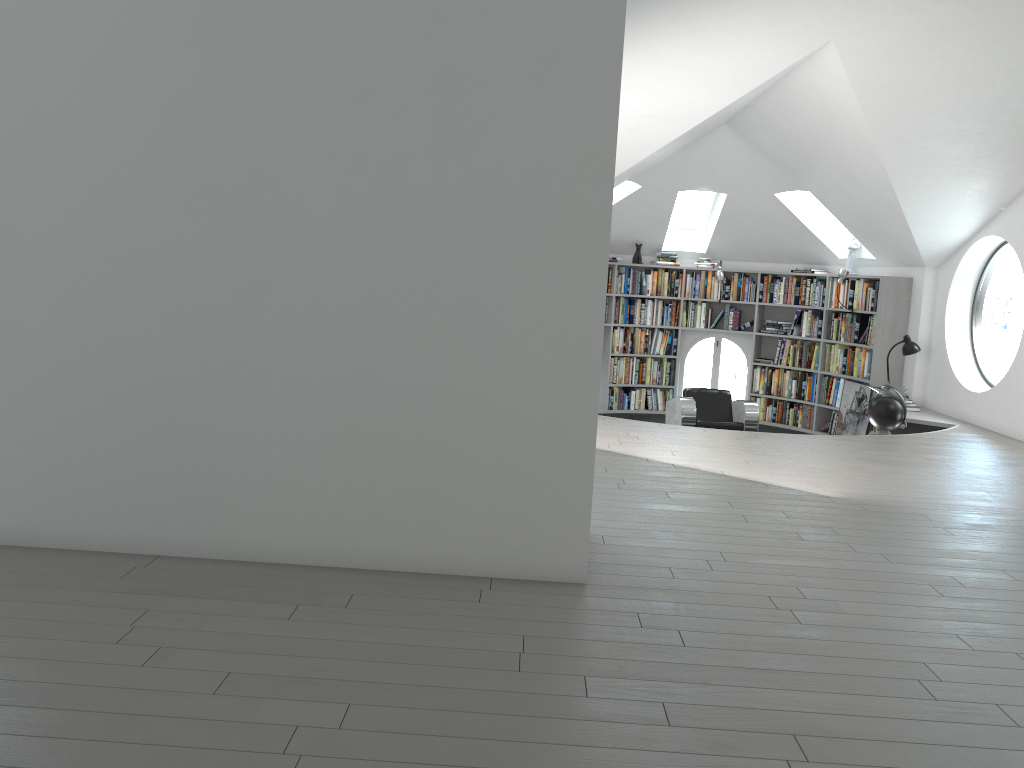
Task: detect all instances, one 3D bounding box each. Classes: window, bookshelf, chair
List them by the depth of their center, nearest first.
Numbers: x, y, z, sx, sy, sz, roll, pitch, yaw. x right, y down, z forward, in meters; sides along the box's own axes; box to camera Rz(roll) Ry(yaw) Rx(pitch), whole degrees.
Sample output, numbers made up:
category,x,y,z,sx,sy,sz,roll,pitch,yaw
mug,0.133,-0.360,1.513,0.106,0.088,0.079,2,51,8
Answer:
category,x,y,z,sx,sy,sz,roll,pitch,yaw
window,4.719,-0.644,8.310,0.104,1.466,1.475,4,6,1
chair,2.131,0.438,9.544,0.823,0.717,0.743,3,6,-4
window,2.245,-2.236,10.568,4.055,0.711,1.938,4,7,1
bookshelf,2.141,-0.480,10.739,4.333,1.875,2.115,4,7,1
window,1.625,-0.201,11.639,3.230,1.148,0.619,2,6,-13

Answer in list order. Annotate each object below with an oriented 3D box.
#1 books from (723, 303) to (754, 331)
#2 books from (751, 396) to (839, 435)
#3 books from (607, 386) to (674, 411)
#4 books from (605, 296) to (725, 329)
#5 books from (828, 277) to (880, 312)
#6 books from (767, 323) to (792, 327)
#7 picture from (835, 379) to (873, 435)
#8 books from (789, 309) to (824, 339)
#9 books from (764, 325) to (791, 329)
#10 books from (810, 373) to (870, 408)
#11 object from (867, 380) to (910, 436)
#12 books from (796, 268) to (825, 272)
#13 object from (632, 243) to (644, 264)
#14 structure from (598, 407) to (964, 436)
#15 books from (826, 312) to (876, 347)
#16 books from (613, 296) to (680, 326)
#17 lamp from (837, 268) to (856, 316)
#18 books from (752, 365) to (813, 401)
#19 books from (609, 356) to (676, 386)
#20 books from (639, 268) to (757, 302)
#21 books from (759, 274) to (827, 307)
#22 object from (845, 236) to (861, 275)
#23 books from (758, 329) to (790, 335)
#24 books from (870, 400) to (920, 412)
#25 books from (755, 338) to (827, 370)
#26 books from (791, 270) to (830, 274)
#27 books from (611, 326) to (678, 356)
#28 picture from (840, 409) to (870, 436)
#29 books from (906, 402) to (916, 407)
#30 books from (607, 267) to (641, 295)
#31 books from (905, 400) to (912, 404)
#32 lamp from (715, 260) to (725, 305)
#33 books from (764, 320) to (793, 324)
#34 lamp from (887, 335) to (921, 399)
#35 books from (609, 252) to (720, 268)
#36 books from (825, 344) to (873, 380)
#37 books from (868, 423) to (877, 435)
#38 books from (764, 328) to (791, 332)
category,x,y,z,sx,sy,sz,roll,pitch,yaw
books,2.936,-0.850,11.361,0.399,0.340,0.224,6,7,21
books,3.566,0.381,10.873,0.359,0.310,1.501,-1,9,-37
books,1.633,0.179,11.583,1.018,0.305,0.288,2,7,-14
books,1.540,-0.920,11.289,2.528,0.370,0.593,1,7,-18
books,4.012,-1.019,10.106,0.292,0.361,1.017,2,7,-16
books,3.374,-0.747,11.169,0.213,0.036,0.227,-2,9,-38
picture,3.813,0.409,9.932,0.090,0.860,0.580,3,6,-9
books,3.686,-0.741,10.816,0.256,0.350,0.554,-2,9,-42
books,3.372,-0.716,11.172,0.269,0.031,0.286,-2,9,-38
books,3.922,0.114,10.264,0.303,0.358,1.188,1,7,-18
object,3.439,0.244,8.144,0.320,0.561,0.321,1,7,-26
books,3.663,-1.397,10.872,0.233,0.027,0.248,0,8,-26
object,1.626,-1.668,11.370,0.147,0.264,0.202,3,6,-2
structure,2.059,0.452,9.441,4.712,0.691,4.721,-3,10,-43
books,3.991,-0.636,10.132,0.279,0.357,1.056,2,7,-13
books,1.693,-0.946,11.517,1.028,0.358,0.301,2,6,-13
lamp,3.806,-1.038,10.028,0.275,0.524,0.112,3,6,-8
books,3.428,-0.020,11.073,0.874,0.349,0.272,10,9,42
books,1.670,-0.181,11.555,1.031,0.356,0.293,2,6,-14
books,2.393,-1.287,11.443,1.566,0.366,0.395,4,7,7
books,3.511,-1.159,10.951,0.306,0.366,0.971,-3,9,-45
object,3.952,-1.497,10.287,0.179,0.471,0.179,4,6,10
books,3.369,-0.653,11.178,0.389,0.042,0.366,10,10,41
books,3.972,0.227,9.202,0.365,0.042,0.389,4,7,1
books,3.505,-0.387,10.969,0.976,0.351,0.252,10,9,43
books,3.661,-1.369,10.875,0.316,0.036,0.337,-2,9,-36
books,1.680,-0.564,11.513,0.997,0.350,0.298,1,7,-15
picture,3.755,0.587,9.771,0.107,0.554,0.491,3,6,-9
books,3.974,0.190,9.198,0.286,0.034,0.305,2,7,-9
books,1.324,-1.327,11.341,0.682,0.345,0.266,1,7,-22
books,3.976,0.158,9.195,0.269,0.031,0.286,5,7,11
lamp,2.605,-1.275,11.169,0.113,0.565,0.358,4,6,8
books,3.376,-0.779,11.166,0.269,0.031,0.287,1,8,-19
lamp,4.032,-0.180,9.155,0.323,0.658,0.234,5,6,16
books,1.333,-1.598,11.025,2.814,0.173,0.750,-1,8,-28
books,3.976,-0.254,10.165,0.275,0.347,1.024,2,7,-14
books,3.894,0.619,9.176,0.272,0.297,1.150,5,7,15
books,3.371,-0.686,11.175,0.286,0.031,0.269,9,9,36
